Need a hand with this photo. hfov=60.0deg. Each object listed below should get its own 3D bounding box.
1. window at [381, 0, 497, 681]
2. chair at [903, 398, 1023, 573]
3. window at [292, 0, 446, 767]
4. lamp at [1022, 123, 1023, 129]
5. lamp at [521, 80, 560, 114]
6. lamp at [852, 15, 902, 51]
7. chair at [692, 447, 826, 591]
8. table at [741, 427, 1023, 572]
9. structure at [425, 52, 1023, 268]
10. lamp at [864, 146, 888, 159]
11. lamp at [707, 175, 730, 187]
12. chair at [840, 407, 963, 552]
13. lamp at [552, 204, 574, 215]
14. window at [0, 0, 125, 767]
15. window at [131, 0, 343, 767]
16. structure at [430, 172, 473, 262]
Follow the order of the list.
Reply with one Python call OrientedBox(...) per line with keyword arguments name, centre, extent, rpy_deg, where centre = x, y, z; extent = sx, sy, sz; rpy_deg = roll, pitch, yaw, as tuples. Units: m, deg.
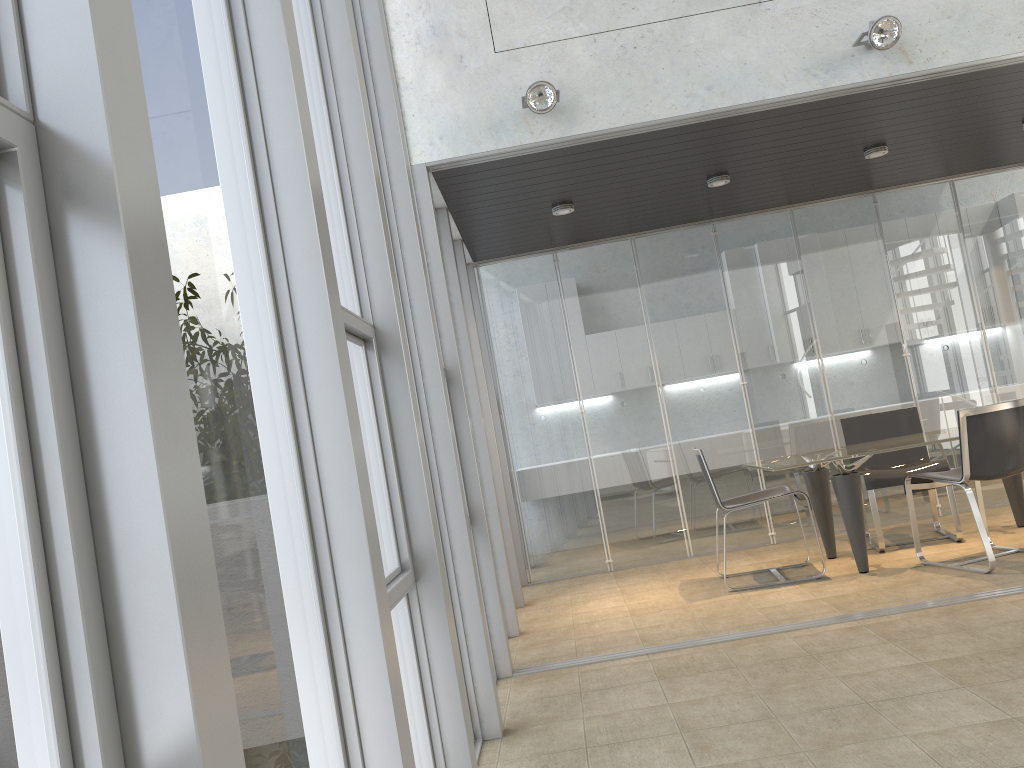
OrientedBox(name="window", centre=(-0.605, -1.320, 4.294), extent=(0.050, 5.700, 0.800), rpy_deg=(-10, -4, 2))
OrientedBox(name="chair", centre=(2.765, 0.590, 5.271), extent=(0.546, 0.922, 0.660), rpy_deg=(-9, -4, -13))
OrientedBox(name="window", centre=(-0.691, -1.425, 2.472), extent=(0.050, 5.700, 0.800), rpy_deg=(-10, -4, 2))
OrientedBox(name="lamp", centre=(3.512, -1.750, 5.949), extent=(0.149, 0.038, 0.149), rpy_deg=(-11, -4, 17))
OrientedBox(name="lamp", centre=(0.150, -1.446, 4.527), extent=(0.197, 0.154, 0.228), rpy_deg=(-10, -4, 2))
OrientedBox(name="lamp", centre=(1.854, -1.745, 4.477), extent=(0.197, 0.154, 0.254), rpy_deg=(-10, -4, 2))
OrientedBox(name="chair", centre=(1.613, 0.830, 5.884), extent=(0.660, 0.922, 0.546), rpy_deg=(-10, -4, 7))
OrientedBox(name="table", centre=(2.791, 0.712, 5.843), extent=(2.250, 0.733, 0.900), rpy_deg=(-10, -4, 2))
OrientedBox(name="structure", centre=(1.186, -2.233, 2.214), extent=(9.817, 6.605, 10.665), rpy_deg=(-10, -4, 1))
OrientedBox(name="lamp", centre=(2.458, -1.564, 5.988), extent=(0.149, 0.038, 0.149), rpy_deg=(-11, -4, 17))
OrientedBox(name="lamp", centre=(1.404, -1.379, 6.027), extent=(0.149, 0.038, 0.149), rpy_deg=(-11, -4, 17))
OrientedBox(name="chair", centre=(2.749, 0.661, 6.308), extent=(0.546, 0.922, 0.660), rpy_deg=(-11, -4, 12))
OrientedBox(name="lamp", centre=(0.350, -1.193, 6.065), extent=(0.149, 0.038, 0.149), rpy_deg=(-11, -4, 17))
OrientedBox(name="window", centre=(-0.776, -1.531, 0.650), extent=(0.050, 5.700, 0.800), rpy_deg=(-10, -4, 2))
OrientedBox(name="window", centre=(-0.748, -1.475, 1.561), extent=(0.010, 5.650, 0.741), rpy_deg=(-10, -4, 2))
OrientedBox(name="structure", centre=(3.235, 0.479, 4.659), extent=(6.700, 6.900, 4.916), rpy_deg=(-10, -4, 2))
